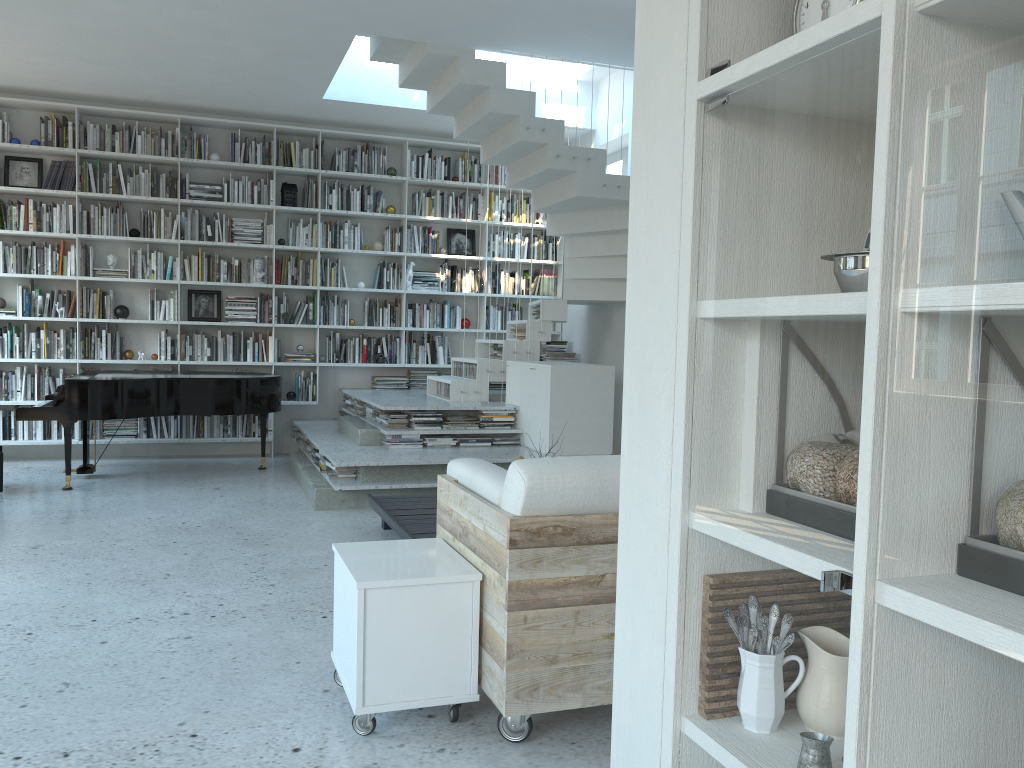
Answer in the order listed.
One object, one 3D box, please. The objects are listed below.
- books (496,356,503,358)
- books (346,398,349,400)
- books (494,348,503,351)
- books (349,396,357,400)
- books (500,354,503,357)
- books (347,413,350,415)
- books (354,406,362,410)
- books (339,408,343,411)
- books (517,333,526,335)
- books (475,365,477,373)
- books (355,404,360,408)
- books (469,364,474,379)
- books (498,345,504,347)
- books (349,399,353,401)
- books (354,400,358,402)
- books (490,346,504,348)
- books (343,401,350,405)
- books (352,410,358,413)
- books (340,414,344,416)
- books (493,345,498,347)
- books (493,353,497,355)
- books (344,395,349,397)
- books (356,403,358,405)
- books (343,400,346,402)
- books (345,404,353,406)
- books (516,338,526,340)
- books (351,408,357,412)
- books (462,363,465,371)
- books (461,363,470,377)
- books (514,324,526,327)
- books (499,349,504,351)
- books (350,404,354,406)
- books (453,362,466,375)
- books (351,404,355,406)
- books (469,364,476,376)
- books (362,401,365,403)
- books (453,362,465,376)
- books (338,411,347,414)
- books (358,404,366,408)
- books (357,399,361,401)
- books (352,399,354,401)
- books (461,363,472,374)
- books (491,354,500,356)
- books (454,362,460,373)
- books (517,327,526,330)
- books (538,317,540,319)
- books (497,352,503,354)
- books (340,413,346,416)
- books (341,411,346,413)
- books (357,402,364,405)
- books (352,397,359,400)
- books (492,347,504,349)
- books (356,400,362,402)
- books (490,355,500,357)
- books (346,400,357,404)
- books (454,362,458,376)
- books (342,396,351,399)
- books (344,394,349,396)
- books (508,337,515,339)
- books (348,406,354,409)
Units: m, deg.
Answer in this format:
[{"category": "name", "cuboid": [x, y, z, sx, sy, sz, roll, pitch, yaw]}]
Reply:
[{"category": "books", "cuboid": [-0.057, -0.252, 8.333, 0.130, 0.014, 0.188, 0, 3, -19]}, {"category": "books", "cuboid": [-1.558, 0.153, 8.834, 0.145, 0.008, 0.297, 0, 3, -20]}, {"category": "books", "cuboid": [-0.070, -0.323, 8.323, 0.140, 0.022, 0.181, 0, 3, -26]}, {"category": "books", "cuboid": [-1.469, 0.130, 8.555, 0.163, 0.018, 0.289, 0, 3, -20]}, {"category": "books", "cuboid": [-0.006, -0.251, 7.823, 0.172, 0.019, 0.239, 2, 3, 6]}, {"category": "books", "cuboid": [-1.510, 0.289, 8.568, 0.144, 0.009, 0.249, 1, 3, -15]}, {"category": "books", "cuboid": [-1.376, 0.225, 8.272, 0.164, 0.023, 0.242, 1, 3, -15]}, {"category": "books", "cuboid": [-1.622, 0.255, 8.856, 0.174, 0.009, 0.239, 0, 3, -17]}, {"category": "books", "cuboid": [0.144, -0.440, 7.816, 0.214, 0.015, 0.138, 2, 3, 8]}, {"category": "books", "cuboid": [-0.253, -0.097, 7.626, 0.125, 0.123, 0.034, 0, 4, -19]}, {"category": "books", "cuboid": [-1.365, 0.205, 8.274, 0.154, 0.018, 0.220, 0, 3, -20]}, {"category": "books", "cuboid": [-0.312, -0.108, 7.792, 0.125, 0.125, 0.007, 0, 4, -19]}, {"category": "books", "cuboid": [-0.011, -0.345, 8.105, 0.177, 0.014, 0.193, 0, 3, -25]}, {"category": "books", "cuboid": [-1.475, 0.155, 8.555, 0.171, 0.007, 0.206, 0, 3, -17]}, {"category": "books", "cuboid": [-1.370, 0.166, 8.269, 0.167, 0.008, 0.234, 0, 3, -20]}, {"category": "books", "cuboid": [-0.093, -0.346, 8.314, 0.198, 0.006, 0.188, 0, 3, -23]}, {"category": "books", "cuboid": [-1.577, 0.186, 8.830, 0.175, 0.017, 0.265, 1, 3, -16]}, {"category": "books", "cuboid": [-1.381, 0.254, 8.272, 0.183, 0.012, 0.296, 0, 3, -20]}, {"category": "books", "cuboid": [-1.618, 0.313, 8.862, 0.170, 0.012, 0.215, 0, 3, -19]}, {"category": "books", "cuboid": [-0.073, -0.355, 8.320, 0.161, 0.012, 0.194, 0, 3, -22]}, {"category": "books", "cuboid": [-0.084, -0.281, 8.322, 0.159, 0.012, 0.225, 1, 3, -12]}, {"category": "books", "cuboid": [-1.568, 0.119, 8.828, 0.167, 0.008, 0.234, 0, 3, -20]}, {"category": "books", "cuboid": [-1.361, 0.189, 8.274, 0.150, 0.013, 0.215, 0, 3, -19]}, {"category": "books", "cuboid": [-1.573, 0.171, 8.831, 0.179, 0.012, 0.261, 0, 3, -19]}, {"category": "books", "cuboid": [-1.569, 0.203, 8.834, 0.163, 0.017, 0.232, 0, 3, -17]}, {"category": "books", "cuboid": [0.148, -0.397, 7.840, 0.206, 0.012, 0.183, 2, 3, 8]}, {"category": "books", "cuboid": [-1.385, 0.242, 8.270, 0.190, 0.012, 0.235, 0, 3, -21]}, {"category": "books", "cuboid": [-0.390, -0.122, 8.012, 0.125, 0.125, 0.010, 0, 4, -19]}, {"category": "books", "cuboid": [-0.396, -0.123, 8.030, 0.125, 0.125, 0.009, 0, 4, -19]}, {"category": "books", "cuboid": [0.148, -0.513, 7.821, 0.233, 0.025, 0.157, 2, 3, 18]}, {"category": "books", "cuboid": [-0.013, -0.307, 8.107, 0.189, 0.012, 0.155, 1, 3, -16]}, {"category": "books", "cuboid": [-1.470, 0.201, 8.560, 0.152, 0.009, 0.259, 0, 3, -22]}, {"category": "books", "cuboid": [-0.486, -0.139, 8.287, 0.125, 0.125, 0.007, 0, 4, -19]}, {"category": "books", "cuboid": [-1.473, 0.192, 8.558, 0.163, 0.008, 0.294, 0, 3, -21]}, {"category": "books", "cuboid": [-0.315, -0.109, 7.799, 0.125, 0.125, 0.009, 0, 4, -19]}, {"category": "books", "cuboid": [-1.259, 0.164, 8.003, 0.128, 0.013, 0.295, 0, 3, -21]}, {"category": "books", "cuboid": [-0.484, -0.139, 8.280, 0.125, 0.125, 0.008, 0, 4, -19]}, {"category": "books", "cuboid": [-1.627, 0.287, 8.857, 0.184, 0.006, 0.262, 0, 3, -18]}, {"category": "books", "cuboid": [-1.281, 0.200, 7.998, 0.179, 0.017, 0.292, 0, 3, -18]}, {"category": "books", "cuboid": [-1.365, 0.145, 8.270, 0.149, 0.013, 0.220, 1, 3, -16]}, {"category": "books", "cuboid": [-1.469, 0.145, 8.556, 0.143, 0.012, 0.263, 1, 3, -14]}, {"category": "books", "cuboid": [-0.398, -0.124, 8.037, 0.125, 0.125, 0.010, 0, 4, -19]}, {"category": "books", "cuboid": [-0.082, -0.271, 8.323, 0.158, 0.009, 0.216, 0, 3, -26]}, {"category": "books", "cuboid": [-0.476, -0.138, 8.259, 0.125, 0.125, 0.008, 0, 4, -19]}, {"category": "books", "cuboid": [0.149, -0.488, 7.830, 0.184, 0.016, 0.179, 2, 3, 9]}, {"category": "books", "cuboid": [0.323, -0.602, 8.089, 0.130, 0.014, 0.249, 1, 3, -6]}, {"category": "books", "cuboid": [-0.013, -0.281, 8.110, 0.184, 0.014, 0.225, 0, 3, -22]}, {"category": "books", "cuboid": [-1.615, 0.301, 8.862, 0.159, 0.012, 0.278, 0, 3, -20]}, {"category": "books", "cuboid": [-1.619, 0.279, 8.859, 0.159, 0.009, 0.210, 1, 3, -15]}, {"category": "books", "cuboid": [-1.284, 0.175, 7.995, 0.187, 0.009, 0.260, 0, 3, -20]}, {"category": "books", "cuboid": [-1.376, 0.131, 8.265, 0.165, 0.015, 0.243, 0, 3, -24]}, {"category": "books", "cuboid": [-0.076, -0.338, 8.320, 0.159, 0.009, 0.207, 0, 3, -23]}, {"category": "books", "cuboid": [-1.365, 0.157, 8.270, 0.160, 0.010, 0.179, 0, 3, -19]}, {"category": "books", "cuboid": [-0.089, -0.263, 8.321, 0.189, 0.007, 0.195, 0, 3, -22]}, {"category": "books", "cuboid": [-1.486, 0.173, 8.552, 0.189, 0.030, 0.237, 0, 3, -22]}, {"category": "books", "cuboid": [-0.473, -0.137, 8.250, 0.125, 0.125, 0.010, 0, 4, -19]}, {"category": "books", "cuboid": [-1.578, 0.131, 8.826, 0.171, 0.015, 0.252, 0, 3, -24]}, {"category": "books", "cuboid": [-1.567, 0.109, 8.828, 0.159, 0.011, 0.246, 0, 3, -22]}, {"category": "books", "cuboid": [0.103, -0.428, 8.357, 0.190, 0.018, 0.287, 0, 3, -20]}, {"category": "books", "cuboid": [-1.476, 0.235, 8.560, 0.173, 0.017, 0.233, 0, 3, -20]}]
